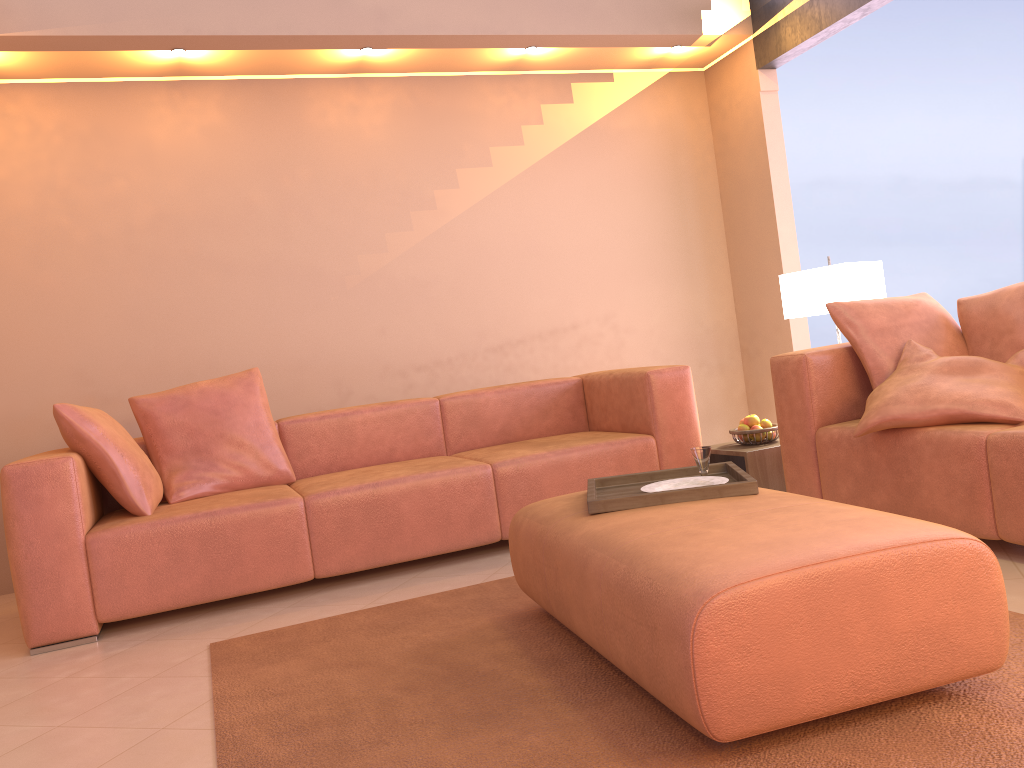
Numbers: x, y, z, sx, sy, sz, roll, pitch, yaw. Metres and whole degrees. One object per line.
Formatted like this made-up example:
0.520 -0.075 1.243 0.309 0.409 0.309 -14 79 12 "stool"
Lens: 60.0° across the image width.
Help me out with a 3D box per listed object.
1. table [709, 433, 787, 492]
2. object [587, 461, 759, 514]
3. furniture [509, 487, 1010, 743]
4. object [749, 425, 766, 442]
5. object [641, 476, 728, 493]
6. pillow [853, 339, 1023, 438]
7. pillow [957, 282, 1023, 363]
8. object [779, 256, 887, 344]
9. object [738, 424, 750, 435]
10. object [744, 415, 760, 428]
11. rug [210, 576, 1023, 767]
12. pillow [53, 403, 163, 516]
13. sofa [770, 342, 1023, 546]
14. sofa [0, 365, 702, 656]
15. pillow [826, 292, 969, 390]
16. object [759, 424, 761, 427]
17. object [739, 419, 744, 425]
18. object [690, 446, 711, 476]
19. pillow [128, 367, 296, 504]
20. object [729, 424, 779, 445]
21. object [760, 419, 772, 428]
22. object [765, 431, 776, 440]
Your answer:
1.358 0.362 4.060 0.918 0.268 0.412 -8 1 -20 "table"
0.430 0.285 2.485 0.436 0.034 0.421 -8 1 5 "object"
0.470 0.451 2.229 0.685 0.301 1.291 -8 1 -15 "furniture"
1.082 0.218 3.911 0.072 0.076 0.074 -8 1 -10 "object"
0.474 0.284 2.433 0.240 0.018 0.240 -7 1 34 "object"
1.455 -0.012 2.958 0.517 0.292 0.514 -7 1 39 "pillow"
1.789 -0.161 3.129 0.255 0.446 0.492 -9 1 -36 "pillow"
1.545 -0.205 4.183 0.344 0.799 0.344 -9 1 -41 "object"
1.029 0.201 3.937 0.045 0.047 0.055 -9 1 -43 "object"
1.068 0.169 3.954 0.069 0.061 0.068 -7 1 32 "object"
0.324 0.678 1.924 1.833 0.005 2.626 -8 1 -20 "rug"
-1.576 0.301 3.502 0.335 0.486 0.554 -8 1 -23 "pillow"
1.931 0.112 2.381 0.943 0.672 2.781 -8 1 -20 "sofa"
-0.581 0.426 3.902 2.781 0.672 0.943 -8 1 -20 "sofa"
1.515 -0.121 3.346 0.519 0.455 0.314 -8 1 -23 "pillow"
1.117 0.213 3.977 0.076 0.065 0.077 -8 1 -8 "object"
1.054 0.177 4.006 0.054 0.046 0.047 -9 1 -33 "object"
0.560 0.232 2.604 0.061 0.091 0.061 -9 1 -35 "object"
-1.287 0.214 3.808 0.582 0.528 0.302 -9 1 -36 "pillow"
1.094 0.229 3.965 0.235 0.071 0.235 -8 1 -28 "object"
1.124 0.180 3.923 0.051 0.053 0.045 -8 1 4 "object"
1.142 0.226 3.922 0.055 0.046 0.046 -9 1 -42 "object"
